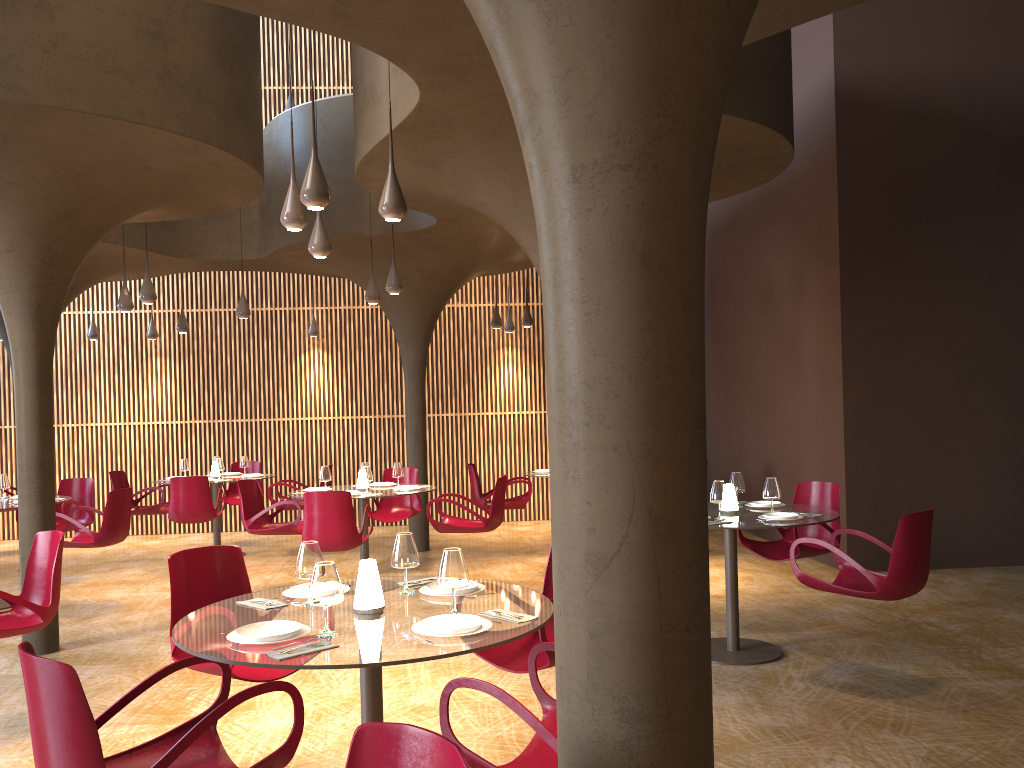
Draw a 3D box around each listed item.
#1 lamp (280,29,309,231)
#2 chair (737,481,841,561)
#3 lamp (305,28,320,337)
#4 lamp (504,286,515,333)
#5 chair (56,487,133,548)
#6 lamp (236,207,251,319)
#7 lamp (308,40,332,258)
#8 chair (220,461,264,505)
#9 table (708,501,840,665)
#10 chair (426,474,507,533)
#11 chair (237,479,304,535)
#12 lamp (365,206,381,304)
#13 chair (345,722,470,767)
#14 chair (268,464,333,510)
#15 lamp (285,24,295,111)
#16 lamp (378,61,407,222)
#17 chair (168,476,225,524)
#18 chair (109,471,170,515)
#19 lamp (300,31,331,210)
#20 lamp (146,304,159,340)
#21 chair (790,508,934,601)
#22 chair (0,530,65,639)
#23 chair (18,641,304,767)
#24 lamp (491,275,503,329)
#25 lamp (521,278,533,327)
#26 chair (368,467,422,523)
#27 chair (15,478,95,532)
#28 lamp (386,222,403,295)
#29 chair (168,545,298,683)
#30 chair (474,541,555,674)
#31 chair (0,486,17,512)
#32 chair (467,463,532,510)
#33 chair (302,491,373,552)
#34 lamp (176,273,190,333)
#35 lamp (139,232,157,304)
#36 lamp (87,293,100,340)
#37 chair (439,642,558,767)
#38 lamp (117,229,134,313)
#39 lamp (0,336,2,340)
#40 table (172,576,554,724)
[{"bbox_3d":[-1.617,-4.223,6.238,0.196,6.277,0.196,-2,0,21],"label":"lamp"},{"bbox_3d":[2.523,1.217,7.880,0.872,0.636,0.625,-1,-1,-37],"label":"chair"},{"bbox_3d":[-3.480,-3.947,15.184,0.196,6.277,0.196,-2,0,11],"label":"lamp"},{"bbox_3d":[-0.128,-4.033,15.394,0.196,6.277,0.196,-2,0,21],"label":"lamp"},{"bbox_3d":[-4.572,1.455,9.631,0.872,0.636,0.625,-2,-1,6],"label":"chair"},{"bbox_3d":[-3.716,-4.021,11.978,0.196,6.277,0.196,-2,0,11],"label":"lamp"},{"bbox_3d":[-1.683,-4.192,7.376,0.196,6.277,0.196,-2,0,31],"label":"lamp"},{"bbox_3d":[-4.249,1.554,13.920,0.625,0.636,0.873,-2,-1,-4],"label":"chair"},{"bbox_3d":[1.782,1.609,7.189,1.671,1.130,1.673,-1,-1,-36],"label":"table"},{"bbox_3d":[-0.477,1.351,9.968,0.872,0.636,0.625,-2,-1,6],"label":"chair"},{"bbox_3d":[-2.718,1.419,10.229,0.873,0.636,0.625,-2,-1,11],"label":"chair"},{"bbox_3d":[-1.766,-4.106,10.705,0.196,6.277,0.196,-2,0,31],"label":"lamp"},{"bbox_3d":[-0.496,1.147,1.816,0.872,0.636,0.625,-1,-1,-41],"label":"chair"},{"bbox_3d":[-3.016,1.491,12.767,0.872,0.636,0.625,-1,-1,-4],"label":"chair"},{"bbox_3d":[-3.481,-5.642,13.802,0.196,2.961,0.196,-2,0,-19],"label":"lamp"},{"bbox_3d":[-0.892,-4.248,6.010,0.196,6.277,0.196,-2,0,-19],"label":"lamp"},{"bbox_3d":[-4.135,1.491,11.567,0.625,0.636,0.873,-1,-1,-9],"label":"chair"},{"bbox_3d":[-5.268,1.549,12.635,0.872,0.636,0.625,-2,-1,1],"label":"chair"},{"bbox_3d":[-1.325,-4.247,5.601,0.196,6.277,0.196,-2,0,-19],"label":"lamp"},{"bbox_3d":[-6.132,-3.881,14.911,0.196,6.277,0.196,-2,0,21],"label":"lamp"},{"bbox_3d":[2.504,1.176,6.240,0.625,0.636,0.873,-1,-1,-42],"label":"chair"},{"bbox_3d":[-3.372,1.324,5.744,0.625,0.636,0.872,-2,-1,44],"label":"chair"},{"bbox_3d":[-1.300,1.204,3.238,0.872,0.636,0.625,-1,-1,-44],"label":"chair"},{"bbox_3d":[-0.334,-4.049,14.552,0.196,6.277,0.196,-2,0,11],"label":"lamp"},{"bbox_3d":[0.165,-4.066,14.410,0.196,6.277,0.196,-2,0,11],"label":"lamp"},{"bbox_3d":[-1.492,1.413,11.318,0.625,0.636,0.873,-2,-1,6],"label":"chair"},{"bbox_3d":[-5.586,1.516,10.980,0.625,0.636,0.873,-2,-1,6],"label":"chair"},{"bbox_3d":[-1.396,-4.137,9.881,0.196,6.277,0.196,-2,0,31],"label":"lamp"},{"bbox_3d":[-1.489,1.251,4.868,0.873,0.636,0.625,-2,-1,41],"label":"chair"},{"bbox_3d":[0.198,1.206,4.925,0.625,0.636,0.872,-2,-1,41],"label":"chair"},{"bbox_3d":[-7.721,1.643,13.707,0.625,0.636,0.872,-2,-1,36],"label":"chair"},{"bbox_3d":[-0.165,1.396,12.098,0.872,0.636,0.625,-2,-1,1],"label":"chair"},{"bbox_3d":[-1.787,1.362,8.981,0.625,0.636,0.873,-2,-1,1],"label":"chair"},{"bbox_3d":[-5.227,-3.933,13.847,0.196,6.277,0.196,-2,0,11],"label":"lamp"},{"bbox_3d":[-4.237,-4.054,10.108,0.196,6.277,0.196,-2,0,31],"label":"lamp"},{"bbox_3d":[-7.015,-3.863,14.668,0.196,6.277,0.196,-2,0,11],"label":"lamp"},{"bbox_3d":[0.255,1.163,3.285,0.873,0.636,0.625,-2,-1,36],"label":"chair"},{"bbox_3d":[-4.826,-4.019,10.870,0.196,6.277,0.196,-2,0,31],"label":"lamp"},{"bbox_3d":[-8.245,-3.840,14.243,0.196,6.277,0.196,-2,0,-19],"label":"lamp"},{"bbox_3d":[-0.632,1.596,4.021,1.672,1.130,1.673,-1,-1,-44],"label":"table"}]
